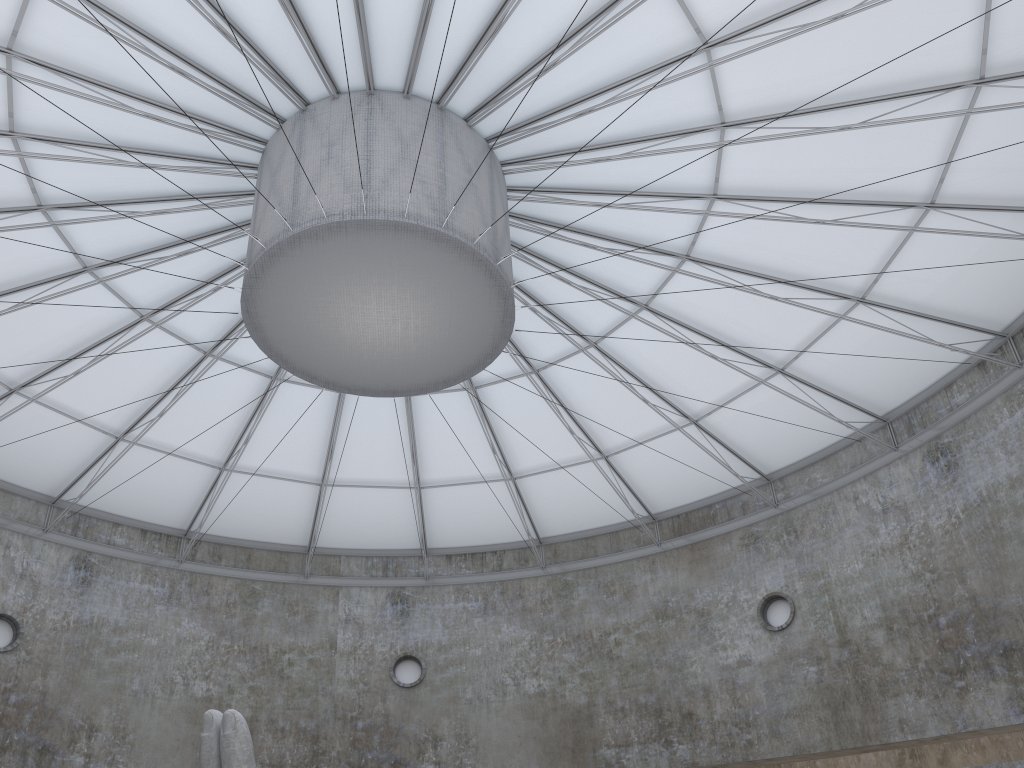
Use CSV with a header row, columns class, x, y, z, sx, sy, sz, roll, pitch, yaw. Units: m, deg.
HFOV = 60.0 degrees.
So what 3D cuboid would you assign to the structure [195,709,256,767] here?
class,x,y,z,sx,sy,sz,roll,pitch,yaw
structure,-0.234,8.747,15.664,10.931,5.557,15.755,27,-45,-37
